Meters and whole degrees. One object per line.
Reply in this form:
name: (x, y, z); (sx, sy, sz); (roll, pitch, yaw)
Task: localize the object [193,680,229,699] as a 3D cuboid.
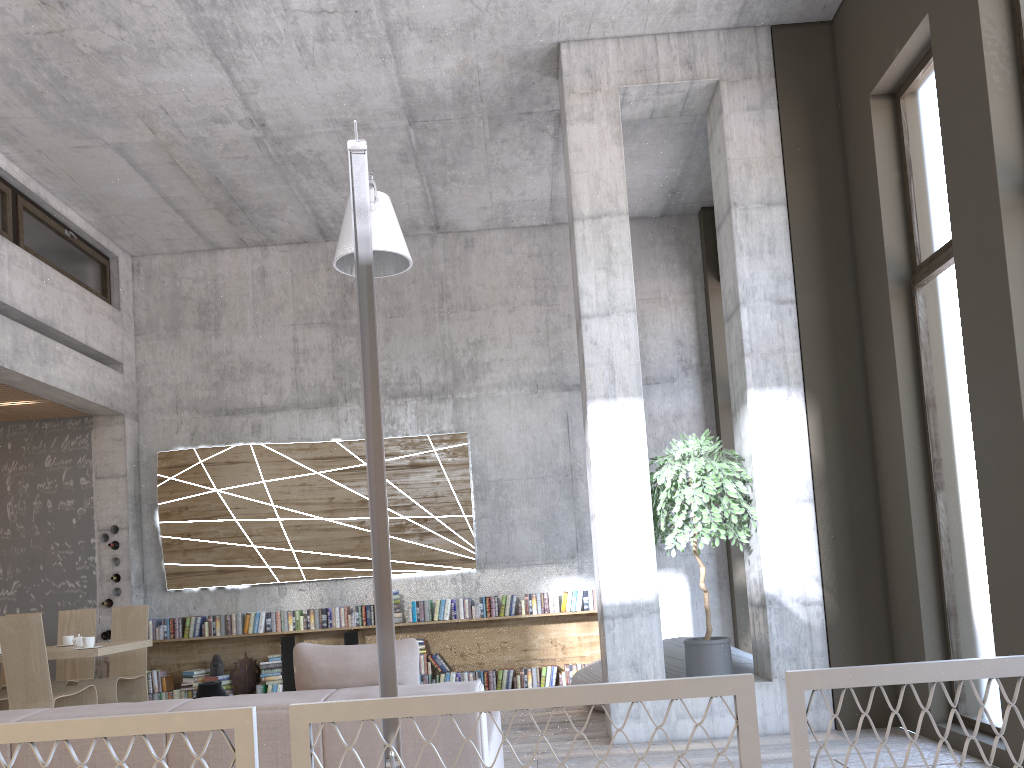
object: (-2.155, 2.217, 6.296); (0.301, 0.166, 0.305); (-2, -11, -12)

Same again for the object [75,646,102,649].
object: (-3.398, 2.119, 7.040); (0.185, 0.013, 0.189); (-1, -13, -13)

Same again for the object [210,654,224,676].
object: (-3.154, 3.000, 9.365); (0.145, 0.225, 0.138); (-4, -6, -2)

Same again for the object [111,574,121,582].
object: (-4.230, 2.094, 9.457); (0.093, 0.091, 0.354); (-4, -12, 0)

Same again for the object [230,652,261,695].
object: (-2.871, 3.177, 9.465); (0.344, 0.560, 0.199); (1, -7, -39)

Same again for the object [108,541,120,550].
object: (-4.255, 1.738, 9.443); (0.090, 0.088, 0.342); (-4, -12, 0)

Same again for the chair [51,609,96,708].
chair: (-4.108, 2.674, 8.021); (0.349, 1.176, 0.733); (-4, -6, -4)

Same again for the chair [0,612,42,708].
chair: (-4.615, 2.693, 7.948); (0.349, 1.176, 0.733); (-4, -6, 0)

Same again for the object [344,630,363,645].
object: (-1.690, 3.045, 9.447); (0.152, 0.749, 0.276); (-4, -5, 0)

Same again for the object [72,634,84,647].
object: (-3.724, 2.205, 7.543); (0.089, 0.110, 0.125); (-3, -9, -8)

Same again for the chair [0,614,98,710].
chair: (-3.626, 2.393, 6.886); (0.349, 1.176, 0.732); (-4, -6, 4)

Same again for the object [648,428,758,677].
object: (1.419, 1.270, 6.522); (1.000, 1.836, 0.983); (0, -7, -33)

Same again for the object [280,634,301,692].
object: (-2.368, 3.094, 9.458); (0.152, 0.749, 0.276); (-4, -5, 0)

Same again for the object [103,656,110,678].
object: (-4.157, 3.176, 9.142); (0.249, 0.672, 0.274); (0, -6, -37)

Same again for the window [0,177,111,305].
window: (-4.480, -1.988, 5.386); (0.113, 0.595, 8.609); (-4, -12, 0)

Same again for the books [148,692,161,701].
books: (-3.876, 3.423, 9.409); (0.273, 0.217, 0.208); (-4, -8, 1)

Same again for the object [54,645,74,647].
object: (-3.908, 2.306, 7.735); (0.185, 0.013, 0.189); (-5, -12, 4)

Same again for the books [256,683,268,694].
books: (-2.681, 3.338, 9.412); (0.074, 0.217, 0.208); (-4, -8, 0)

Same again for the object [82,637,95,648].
object: (-3.391, 2.075, 7.034); (0.093, 0.087, 0.118); (5, -13, -45)

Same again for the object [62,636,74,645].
object: (-3.919, 2.269, 7.742); (0.093, 0.087, 0.119); (2, -11, -35)

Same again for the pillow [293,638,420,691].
pillow: (-0.667, 1.405, 3.885); (0.564, 0.549, 0.224); (-4, -5, 3)

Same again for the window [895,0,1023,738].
window: (2.641, -0.071, 4.880); (0.209, 4.089, 9.393); (-4, -11, -1)

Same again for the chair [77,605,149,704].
chair: (-3.604, 2.627, 7.964); (0.349, 1.176, 0.733); (-4, -6, 0)

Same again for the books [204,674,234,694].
books: (-3.126, 3.216, 9.372); (0.190, 0.207, 0.249); (-7, -9, 22)

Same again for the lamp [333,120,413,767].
lamp: (-0.635, 0.384, 3.782); (0.755, 3.371, 2.677); (-3, -7, -12)

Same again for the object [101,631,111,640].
object: (-4.312, 2.706, 9.461); (0.090, 0.088, 0.342); (-4, -12, 0)

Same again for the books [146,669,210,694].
books: (-3.612, 3.191, 9.443); (0.717, 0.258, 0.306); (-5, -9, 6)

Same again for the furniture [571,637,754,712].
furniture: (1.379, 2.605, 7.772); (1.649, 0.798, 1.807); (-12, -14, 37)

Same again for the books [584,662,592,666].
books: (0.854, 3.087, 9.353); (0.156, 0.217, 0.193); (-4, -8, 1)

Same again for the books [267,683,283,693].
books: (-2.526, 3.323, 9.394); (0.199, 0.225, 0.193); (-4, -7, 1)

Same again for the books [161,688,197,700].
books: (-3.493, 3.392, 9.432); (0.494, 0.234, 0.246); (-4, -8, 1)

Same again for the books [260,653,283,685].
books: (-2.563, 3.069, 9.440); (0.251, 0.318, 0.222); (-4, -7, 3)

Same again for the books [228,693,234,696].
books: (-3.124, 3.391, 9.367); (0.262, 0.148, 0.252); (6, -14, -43)

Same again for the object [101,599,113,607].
object: (-4.306, 2.349, 9.402); (0.095, 0.093, 0.345); (-4, -12, 0)

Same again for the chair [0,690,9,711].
chair: (-4.130, 2.443, 6.957); (0.349, 1.176, 0.732); (-4, -6, 5)
